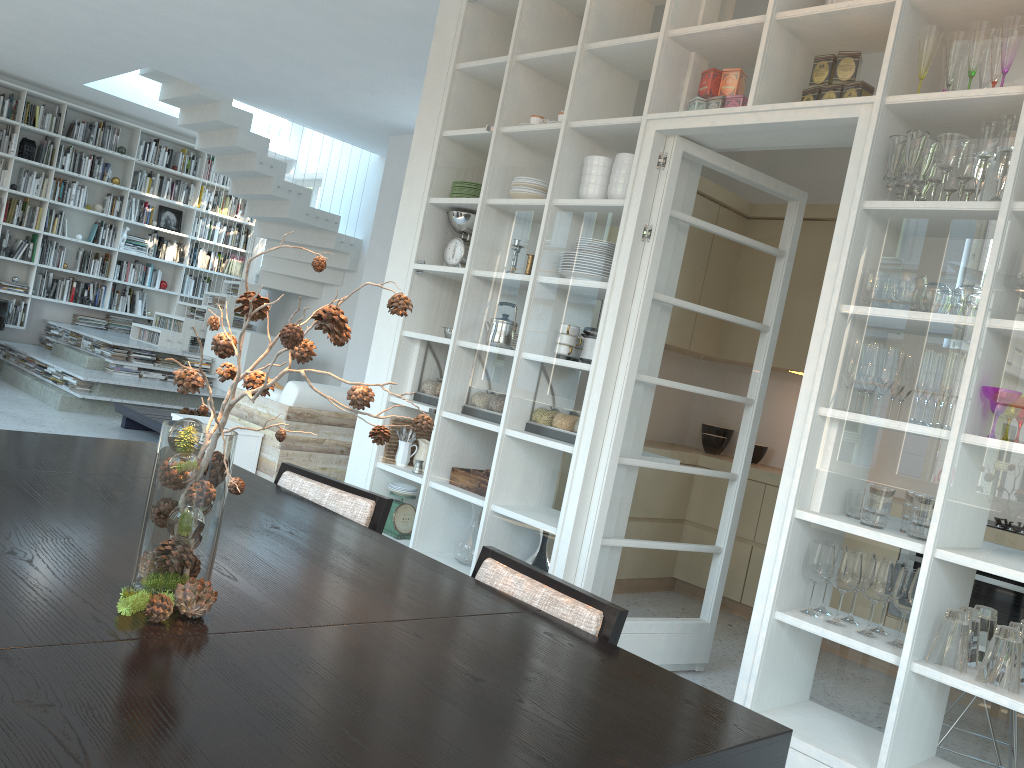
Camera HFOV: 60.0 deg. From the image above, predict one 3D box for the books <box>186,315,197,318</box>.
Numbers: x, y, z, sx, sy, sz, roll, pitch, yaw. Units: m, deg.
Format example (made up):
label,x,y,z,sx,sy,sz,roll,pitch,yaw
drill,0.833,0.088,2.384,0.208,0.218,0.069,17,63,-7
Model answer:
label,x,y,z,sx,sy,sz,roll,pitch,yaw
books,-3.763,-0.793,10.611,0.195,0.007,0.189,13,1,43

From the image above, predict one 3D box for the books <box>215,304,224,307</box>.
label,x,y,z,sx,sy,sz,roll,pitch,yaw
books,-3.321,-0.897,10.269,0.222,0.011,0.180,11,1,-13

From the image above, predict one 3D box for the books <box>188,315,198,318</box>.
label,x,y,z,sx,sy,sz,roll,pitch,yaw
books,-3.756,-0.799,10.617,0.216,0.009,0.158,12,1,39

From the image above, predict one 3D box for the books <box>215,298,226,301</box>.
label,x,y,z,sx,sy,sz,roll,pitch,yaw
books,-3.305,-0.965,10.255,0.254,0.005,0.160,11,1,-12

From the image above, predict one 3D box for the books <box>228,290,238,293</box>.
label,x,y,z,sx,sy,sz,roll,pitch,yaw
books,-3.265,-1.087,10.563,0.191,0.014,0.243,11,1,-31

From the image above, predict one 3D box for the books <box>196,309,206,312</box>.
label,x,y,z,sx,sy,sz,roll,pitch,yaw
books,-3.590,-0.852,10.450,0.193,0.014,0.177,12,1,40

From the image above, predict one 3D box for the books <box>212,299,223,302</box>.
label,x,y,z,sx,sy,sz,roll,pitch,yaw
books,-3.309,-0.943,10.254,0.295,0.007,0.146,11,1,-10

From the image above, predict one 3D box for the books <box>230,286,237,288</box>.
label,x,y,z,sx,sy,sz,roll,pitch,yaw
books,-3.245,-1.137,10.569,0.174,0.009,0.239,11,1,-35

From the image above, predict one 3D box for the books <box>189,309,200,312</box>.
label,x,y,z,sx,sy,sz,roll,pitch,yaw
books,-3.739,-0.865,10.617,0.207,0.009,0.160,13,1,42

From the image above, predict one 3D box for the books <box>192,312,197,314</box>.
label,x,y,z,sx,sy,sz,roll,pitch,yaw
books,-3.735,-0.833,10.628,0.132,0.010,0.198,11,1,-40

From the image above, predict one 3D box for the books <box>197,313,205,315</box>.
label,x,y,z,sx,sy,sz,roll,pitch,yaw
books,-3.599,-0.815,10.450,0.189,0.012,0.155,11,1,-41

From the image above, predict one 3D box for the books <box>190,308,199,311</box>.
label,x,y,z,sx,sy,sz,roll,pitch,yaw
books,-3.734,-0.882,10.618,0.194,0.012,0.161,13,1,43

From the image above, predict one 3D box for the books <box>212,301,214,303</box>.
label,x,y,z,sx,sy,sz,roll,pitch,yaw
books,-3.420,-0.956,10.479,0.178,0.036,0.221,11,1,-40

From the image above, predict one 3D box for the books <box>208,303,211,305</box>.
label,x,y,z,sx,sy,sz,roll,pitch,yaw
books,-3.560,-0.943,10.745,0.288,0.017,0.136,13,1,44

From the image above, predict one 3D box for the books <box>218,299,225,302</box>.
label,x,y,z,sx,sy,sz,roll,pitch,yaw
books,-3.310,-0.956,10.271,0.184,0.016,0.179,11,1,-16

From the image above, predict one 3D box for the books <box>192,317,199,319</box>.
label,x,y,z,sx,sy,sz,roll,pitch,yaw
books,-3.741,-0.778,10.635,0.130,0.014,0.188,10,2,-44

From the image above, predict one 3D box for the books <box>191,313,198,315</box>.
label,x,y,z,sx,sy,sz,roll,pitch,yaw
books,-3.743,-0.821,10.624,0.165,0.015,0.145,12,1,40

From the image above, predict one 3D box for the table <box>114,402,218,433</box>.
label,x,y,z,sx,sy,sz,roll,pitch,yaw
table,-2.602,0.439,7.701,1.271,0.218,1.256,10,2,-44

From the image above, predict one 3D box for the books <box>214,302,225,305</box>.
label,x,y,z,sx,sy,sz,roll,pitch,yaw
books,-3.314,-0.919,10.255,0.295,0.006,0.146,11,1,-10

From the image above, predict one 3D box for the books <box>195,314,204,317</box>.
label,x,y,z,sx,sy,sz,roll,pitch,yaw
books,-3.603,-0.789,10.452,0.225,0.014,0.184,13,1,43

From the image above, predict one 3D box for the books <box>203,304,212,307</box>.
label,x,y,z,sx,sy,sz,roll,pitch,yaw
books,-3.581,-0.929,10.728,0.287,0.018,0.190,13,2,45

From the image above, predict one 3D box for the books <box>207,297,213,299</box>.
label,x,y,z,sx,sy,sz,roll,pitch,yaw
books,-3.559,-1.026,10.727,0.203,0.011,0.173,12,1,41

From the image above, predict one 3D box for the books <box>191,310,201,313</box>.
label,x,y,z,sx,sy,sz,roll,pitch,yaw
books,-3.737,-0.850,10.623,0.181,0.022,0.140,12,1,39

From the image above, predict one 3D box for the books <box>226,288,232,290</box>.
label,x,y,z,sx,sy,sz,roll,pitch,yaw
books,-3.380,-1.145,10.834,0.171,0.011,0.231,11,1,-33

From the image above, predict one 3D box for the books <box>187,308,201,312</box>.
label,x,y,z,sx,sy,sz,roll,pitch,yaw
books,-3.750,-0.875,10.604,0.188,0.006,0.198,13,1,42

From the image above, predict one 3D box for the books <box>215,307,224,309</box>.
label,x,y,z,sx,sy,sz,roll,pitch,yaw
books,-3.329,-0.867,10.278,0.206,0.012,0.183,11,1,-17

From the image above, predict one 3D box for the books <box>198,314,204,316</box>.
label,x,y,z,sx,sy,sz,roll,pitch,yaw
books,-3.592,-0.800,10.460,0.150,0.013,0.219,11,1,-39

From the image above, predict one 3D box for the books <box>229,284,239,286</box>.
label,x,y,z,sx,sy,sz,roll,pitch,yaw
books,-3.362,-1.201,10.835,0.166,0.014,0.235,11,1,-27

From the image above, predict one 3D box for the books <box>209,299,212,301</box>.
label,x,y,z,sx,sy,sz,roll,pitch,yaw
books,-3.550,-0.993,10.743,0.230,0.019,0.143,13,2,45

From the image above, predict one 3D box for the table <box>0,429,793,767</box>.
label,x,y,z,sx,sy,sz,roll,pitch,yaw
table,-0.763,0.665,1.810,1.087,0.736,2.196,10,2,-44

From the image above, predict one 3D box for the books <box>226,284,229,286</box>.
label,x,y,z,sx,sy,sz,roll,pitch,yaw
books,-3.374,-1.188,10.831,0.190,0.015,0.230,11,1,-30

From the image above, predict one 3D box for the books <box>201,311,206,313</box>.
label,x,y,z,sx,sy,sz,roll,pitch,yaw
books,-3.576,-0.834,10.468,0.133,0.017,0.178,11,1,-40

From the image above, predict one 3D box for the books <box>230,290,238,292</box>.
label,x,y,z,sx,sy,sz,roll,pitch,yaw
books,-3.256,-1.097,10.567,0.187,0.009,0.260,11,1,-34

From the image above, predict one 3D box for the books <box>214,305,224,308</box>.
label,x,y,z,sx,sy,sz,roll,pitch,yaw
books,-3.326,-0.879,10.272,0.215,0.013,0.189,11,1,-12

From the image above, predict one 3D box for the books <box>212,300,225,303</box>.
label,x,y,z,sx,sy,sz,roll,pitch,yaw
books,-3.310,-0.936,10.254,0.295,0.007,0.146,11,1,-14

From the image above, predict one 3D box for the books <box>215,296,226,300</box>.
label,x,y,z,sx,sy,sz,roll,pitch,yaw
books,-3.304,-0.980,10.263,0.234,0.025,0.157,11,1,-7

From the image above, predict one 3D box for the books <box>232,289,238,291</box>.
label,x,y,z,sx,sy,sz,roll,pitch,yaw
books,-3.245,-1.106,10.573,0.154,0.014,0.196,11,1,-31

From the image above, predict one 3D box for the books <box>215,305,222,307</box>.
label,x,y,z,sx,sy,sz,roll,pitch,yaw
books,-3.326,-0.889,10.282,0.254,0.007,0.188,11,1,-17

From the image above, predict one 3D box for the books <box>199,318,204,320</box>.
label,x,y,z,sx,sy,sz,roll,pitch,yaw
books,-3.598,-0.750,10.465,0.138,0.013,0.198,11,1,-38

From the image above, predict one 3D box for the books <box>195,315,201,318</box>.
label,x,y,z,sx,sy,sz,roll,pitch,yaw
books,-3.606,-0.774,10.453,0.207,0.016,0.175,12,1,40

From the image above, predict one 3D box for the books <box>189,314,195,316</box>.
label,x,y,z,sx,sy,sz,roll,pitch,yaw
books,-3.756,-0.810,10.614,0.159,0.012,0.225,11,1,-36

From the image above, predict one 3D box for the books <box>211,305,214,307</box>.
label,x,y,z,sx,sy,sz,roll,pitch,yaw
books,-3.459,-0.907,10.512,0.184,0.016,0.128,11,1,-37

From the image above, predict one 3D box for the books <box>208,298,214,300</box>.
label,x,y,z,sx,sy,sz,roll,pitch,yaw
books,-3.551,-1.011,10.739,0.239,0.017,0.150,13,1,44

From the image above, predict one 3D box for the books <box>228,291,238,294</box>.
label,x,y,z,sx,sy,sz,roll,pitch,yaw
books,-3.267,-1.073,10.564,0.182,0.013,0.287,11,1,-30

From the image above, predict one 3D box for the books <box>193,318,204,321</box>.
label,x,y,z,sx,sy,sz,roll,pitch,yaw
books,-3.616,-0.745,10.449,0.223,0.004,0.191,13,1,42

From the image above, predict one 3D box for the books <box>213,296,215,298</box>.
label,x,y,z,sx,sy,sz,roll,pitch,yaw
books,-3.419,-1.008,10.488,0.167,0.017,0.190,11,1,-42

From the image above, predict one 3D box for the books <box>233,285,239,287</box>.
label,x,y,z,sx,sy,sz,roll,pitch,yaw
books,-3.225,-1.153,10.579,0.134,0.007,0.297,11,1,-35

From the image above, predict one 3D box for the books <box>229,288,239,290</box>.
label,x,y,z,sx,sy,sz,roll,pitch,yaw
books,-3.251,-1.118,10.567,0.177,0.007,0.254,11,1,-36

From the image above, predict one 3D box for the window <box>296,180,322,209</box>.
label,x,y,z,sx,sy,sz,roll,pitch,yaw
window,-2.599,-2.014,11.355,0.042,1.227,1.116,10,2,-44

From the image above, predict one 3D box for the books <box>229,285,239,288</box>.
label,x,y,z,sx,sy,sz,roll,pitch,yaw
books,-3.249,-1.148,10.563,0.191,0.013,0.243,11,1,-33

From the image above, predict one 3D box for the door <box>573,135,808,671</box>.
label,x,y,z,sx,sy,sz,roll,pitch,yaw
door,0.756,0.162,3.823,0.840,2.229,0.066,10,2,-34

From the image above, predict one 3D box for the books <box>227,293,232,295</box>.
label,x,y,z,sx,sy,sz,roll,pitch,yaw
books,-3.380,-1.088,10.842,0.149,0.014,0.228,11,1,-32

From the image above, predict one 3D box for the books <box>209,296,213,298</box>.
label,x,y,z,sx,sy,sz,roll,pitch,yaw
books,-3.549,-1.037,10.734,0.180,0.014,0.157,13,1,42

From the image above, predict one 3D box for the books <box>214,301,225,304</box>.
label,x,y,z,sx,sy,sz,roll,pitch,yaw
books,-3.315,-0.928,10.269,0.232,0.011,0.171,11,1,-8

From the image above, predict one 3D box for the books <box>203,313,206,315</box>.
label,x,y,z,sx,sy,sz,roll,pitch,yaw
books,-3.462,-0.793,10.198,0.169,0.014,0.212,11,1,-24

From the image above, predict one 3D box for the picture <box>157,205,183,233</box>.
label,x,y,z,sx,sy,sz,roll,pitch,yaw
picture,-4.339,-2.081,11.244,0.300,0.300,0.077,10,2,-44

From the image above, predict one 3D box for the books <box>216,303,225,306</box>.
label,x,y,z,sx,sy,sz,roll,pitch,yaw
books,-3.316,-0.909,10.255,0.215,0.014,0.138,11,1,-17
